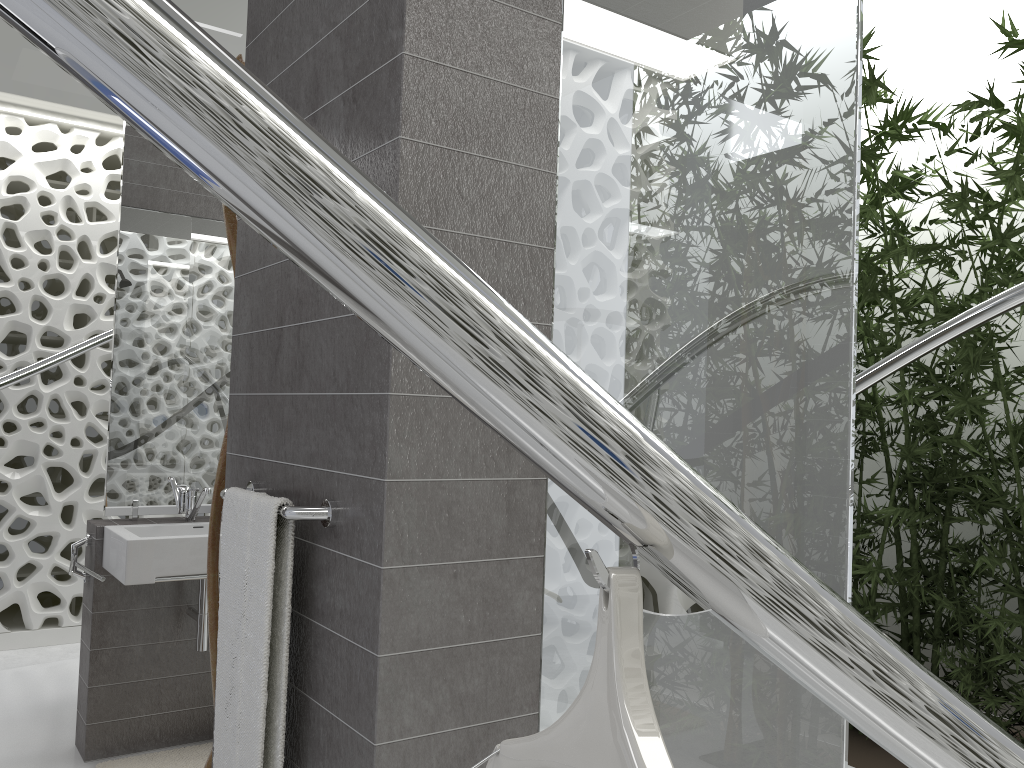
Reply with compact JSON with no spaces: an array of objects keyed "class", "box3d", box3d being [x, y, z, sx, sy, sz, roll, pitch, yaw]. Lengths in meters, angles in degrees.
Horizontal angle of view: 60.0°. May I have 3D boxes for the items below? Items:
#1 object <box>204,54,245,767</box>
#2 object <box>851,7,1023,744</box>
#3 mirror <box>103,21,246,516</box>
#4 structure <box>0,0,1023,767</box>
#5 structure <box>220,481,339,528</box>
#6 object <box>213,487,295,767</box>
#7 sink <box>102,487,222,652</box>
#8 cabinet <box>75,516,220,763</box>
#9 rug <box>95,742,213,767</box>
[{"class":"object","box3d":[-0.641,0.168,2.281,0.400,2.389,0.400,4,-3,-35]},{"class":"object","box3d":[1.838,-0.295,4.015,4.097,4.038,4.664,1,-2,14]},{"class":"mirror","box3d":[-1.067,-0.458,3.725,1.100,1.980,0.030,4,-3,-35]},{"class":"structure","box3d":[-1.328,0.450,2.268,5.250,2.080,5.433,4,-3,-40]},{"class":"structure","box3d":[-0.450,0.221,1.654,0.078,0.047,0.442,4,-3,-35]},{"class":"object","box3d":[-0.481,0.527,1.626,0.042,0.656,0.283,4,-3,-35]},{"class":"sink","box3d":[-1.145,0.684,3.300,0.650,0.598,0.478,4,-3,-35]},{"class":"cabinet","box3d":[-1.017,0.962,3.528,1.200,0.870,0.461,4,-3,-35]},{"class":"rug","box3d":[-0.798,1.385,3.173,1.153,0.016,0.775,4,-3,-35]}]
